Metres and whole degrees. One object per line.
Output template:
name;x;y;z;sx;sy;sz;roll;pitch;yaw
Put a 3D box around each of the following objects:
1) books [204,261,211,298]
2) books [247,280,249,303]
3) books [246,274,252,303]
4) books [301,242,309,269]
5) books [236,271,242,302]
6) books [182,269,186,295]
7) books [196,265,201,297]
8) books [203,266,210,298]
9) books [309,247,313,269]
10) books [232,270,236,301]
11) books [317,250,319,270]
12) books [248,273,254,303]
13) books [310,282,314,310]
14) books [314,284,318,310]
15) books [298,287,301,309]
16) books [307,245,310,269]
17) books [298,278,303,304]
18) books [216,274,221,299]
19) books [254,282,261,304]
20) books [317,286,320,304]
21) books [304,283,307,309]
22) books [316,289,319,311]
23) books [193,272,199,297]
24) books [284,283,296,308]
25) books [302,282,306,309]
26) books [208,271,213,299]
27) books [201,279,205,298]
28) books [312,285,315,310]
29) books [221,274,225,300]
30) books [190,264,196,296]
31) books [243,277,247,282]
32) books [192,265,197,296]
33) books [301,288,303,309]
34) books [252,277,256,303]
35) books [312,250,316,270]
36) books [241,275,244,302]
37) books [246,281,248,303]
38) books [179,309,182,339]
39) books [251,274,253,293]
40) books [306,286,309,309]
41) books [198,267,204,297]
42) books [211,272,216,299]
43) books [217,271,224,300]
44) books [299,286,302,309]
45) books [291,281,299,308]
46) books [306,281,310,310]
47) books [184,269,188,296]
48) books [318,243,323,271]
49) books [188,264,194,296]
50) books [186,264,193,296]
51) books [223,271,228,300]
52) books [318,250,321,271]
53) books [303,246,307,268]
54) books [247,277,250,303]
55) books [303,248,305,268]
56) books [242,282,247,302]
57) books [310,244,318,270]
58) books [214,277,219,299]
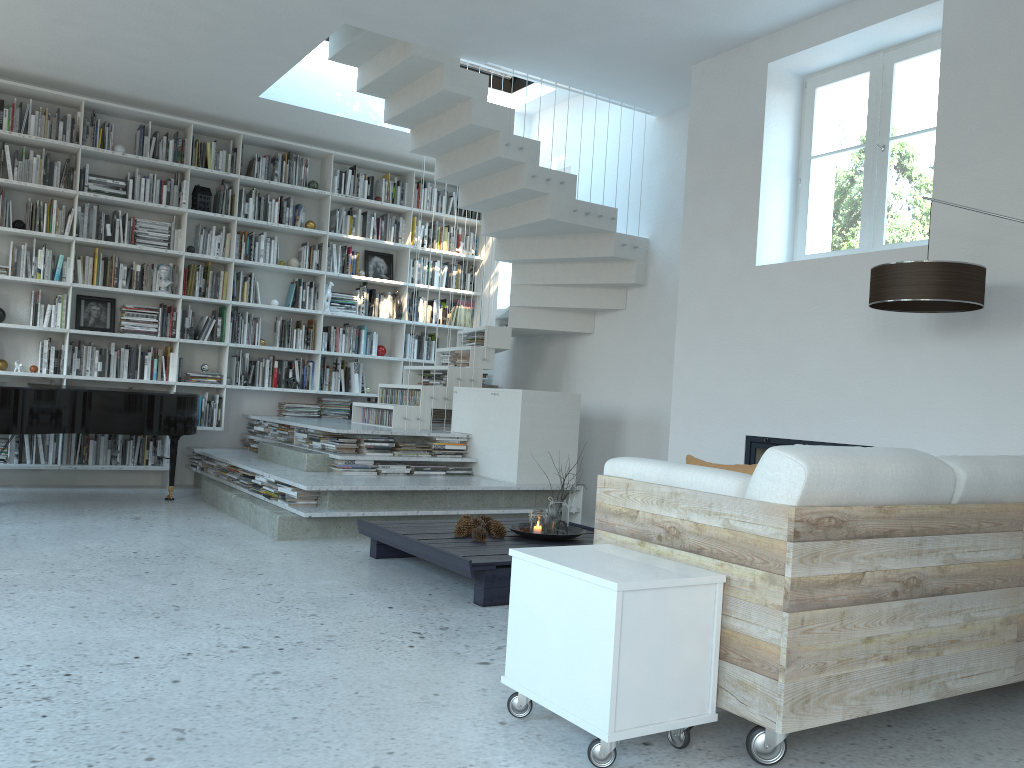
books;-2.695;-0.907;7.810;0.021;0.337;0.169;4;-1;-33
books;-2.402;-0.822;7.994;0.007;0.211;0.158;4;-1;-33
books;-2.382;-0.850;8.009;0.006;0.270;0.178;4;-1;-33
books;-1.938;-1.185;8.280;0.015;0.267;0.164;4;-1;-33
books;-2.455;-0.860;7.939;0.013;0.279;0.191;4;-1;-33
books;-2.869;-0.873;7.712;0.014;0.244;0.145;4;-1;-33
books;-2.758;-0.890;7.764;0.019;0.294;0.163;4;-1;-33
books;-2.697;-0.885;7.787;0.019;0.293;0.182;4;-1;-33
books;-1.910;-1.163;8.314;0.016;0.228;0.160;4;-1;-33
books;-2.501;-0.868;7.928;0.035;0.288;0.191;4;-1;-33
books;-1.855;-1.147;8.329;0.013;0.204;0.173;4;-1;-33
books;-2.372;-0.858;8.022;0.013;0.287;0.158;4;-1;-33
books;-1.899;-0.816;8.304;0.012;0.273;0.183;4;-1;-33
books;-1.870;-0.803;8.327;0.011;0.252;0.169;4;-1;-33
books;-2.004;-0.791;8.250;0.006;0.210;0.188;4;-1;-33
books;-1.932;-1.172;8.298;0.016;0.244;0.151;4;-1;-33
books;-1.991;-0.833;8.276;0.013;0.295;0.154;4;-1;-33
books;-2.624;-0.852;7.864;0.028;0.239;0.145;4;-1;-33
books;-2.320;-0.814;8.033;0.051;0.210;0.176;4;-1;-33
books;-1.845;-0.798;8.350;0.010;0.245;0.158;4;-1;-33
books;-1.953;-0.813;8.286;0.015;0.259;0.152;4;-1;-33
books;-1.865;-0.782;8.349;0.023;0.212;0.164;4;-1;-33
books;-2.776;-0.860;7.757;0.015;0.232;0.180;4;-1;-33
books;-2.059;-0.810;8.230;0.056;0.241;0.153;4;-1;-33
books;-1.966;-0.815;8.276;0.018;0.263;0.165;4;-1;-33
books;-2.684;-0.864;7.822;0.033;0.253;0.174;4;-1;-33
books;-2.738;-0.831;7.809;0.030;0.181;0.131;4;-1;-33
books;-1.890;-0.800;8.335;0.013;0.244;0.158;4;-1;-33
books;-2.593;-0.854;7.895;0.019;0.247;0.149;4;-1;-33
books;-2.798;-0.893;7.734;0.035;0.293;0.145;4;-1;-33
books;-2.423;-0.839;7.989;0.008;0.242;0.169;4;-1;-33
books;-2.795;-0.892;7.754;0.035;0.293;0.145;4;-1;-33
books;-1.985;-0.800;8.282;0.007;0.230;0.146;4;-1;-33
books;-2.359;-0.840;8.040;0.007;0.254;0.161;4;-1;-33
books;-1.885;-1.148;8.323;0.013;0.202;0.173;4;-1;-33
books;-2.448;-0.848;7.978;0.013;0.256;0.144;4;-1;-33
books;-2.415;-0.822;7.995;0.014;0.209;0.156;4;-1;-33
books;-2.903;-0.517;7.703;0.024;0.263;0.154;4;-1;-33
books;-2.380;-0.852;8.017;0.006;0.273;0.167;4;-1;-33
books;-1.938;-0.794;8.287;0.012;0.224;0.178;4;-1;-33
books;-2.755;-0.881;7.794;0.035;0.278;0.139;4;-1;-33
books;-2.651;-0.856;7.814;0.027;0.242;0.188;4;-1;-33
books;-2.601;-0.864;7.873;0.032;0.266;0.143;4;-1;-33
books;-1.996;-0.796;8.255;0.013;0.219;0.187;4;-1;-33
books;-2.024;-0.820;8.244;0.021;0.264;0.174;4;-1;-33
books;-1.929;-0.818;8.310;0.032;0.274;0.154;4;-1;-33
books;-2.863;-0.874;7.730;0.013;0.247;0.176;4;-1;-33
books;-1.823;-1.182;8.345;0.005;0.278;0.182;4;-1;-33
books;-2.817;-0.894;7.740;0.035;0.293;0.145;4;-1;-33
books;-2.822;-0.894;7.724;0.035;0.293;0.145;4;-1;-33
books;-2.575;-0.863;7.904;0.033;0.268;0.141;4;-1;-33
books;-1.836;-1.146;8.346;0.012;0.206;0.169;4;-1;-33
books;-1.957;-1.168;8.283;0.012;0.232;0.154;4;-1;-33
books;-2.397;-0.837;8.010;0.017;0.243;0.132;4;-1;-33
books;-1.966;-1.155;8.280;0.005;0.205;0.154;4;-1;-33
books;-2.421;-0.814;7.960;0.017;0.192;0.191;4;-1;-33
books;-1.865;-1.174;8.323;0.016;0.257;0.175;4;-1;-33
books;-2.636;-0.836;7.834;0.034;0.204;0.181;4;-1;-33
